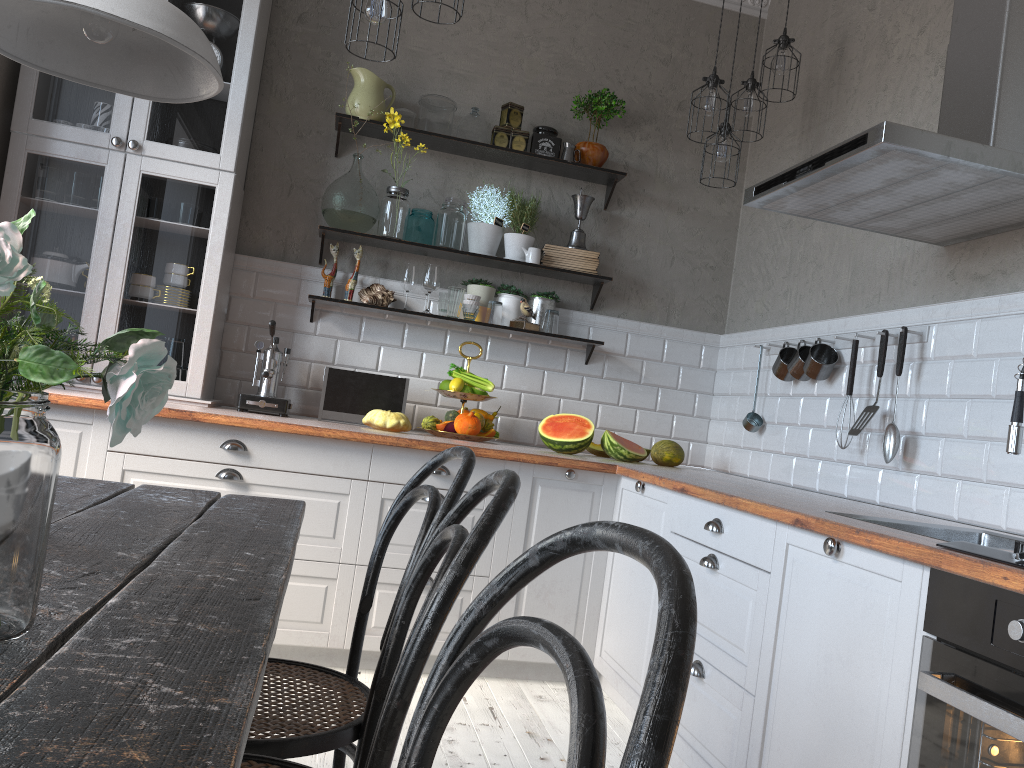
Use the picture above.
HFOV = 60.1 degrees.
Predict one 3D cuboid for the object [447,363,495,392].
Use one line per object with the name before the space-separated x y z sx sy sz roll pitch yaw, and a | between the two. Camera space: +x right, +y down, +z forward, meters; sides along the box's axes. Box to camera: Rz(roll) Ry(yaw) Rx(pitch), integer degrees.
object | -0.175 -0.027 3.786 0.212 0.101 0.067 8 -2 -7

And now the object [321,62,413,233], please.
object | -0.669 -0.991 3.829 0.341 0.674 0.331 10 -3 -44

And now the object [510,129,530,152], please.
object | 0.032 -1.090 4.039 0.083 0.113 0.082 8 -2 -2

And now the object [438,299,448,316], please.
object | -0.303 -0.335 4.010 0.077 0.083 0.078 8 -2 5

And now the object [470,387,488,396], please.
object | -0.151 0.044 3.797 0.077 0.062 0.098 10 -3 -39

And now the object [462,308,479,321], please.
object | -0.186 -0.306 3.917 0.078 0.051 0.076 9 -2 -19

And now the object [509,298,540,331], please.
object | 0.070 -0.313 4.026 0.121 0.147 0.098 10 -3 -44

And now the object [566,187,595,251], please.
object | 0.317 -0.757 4.137 0.133 0.288 0.128 9 -3 -27

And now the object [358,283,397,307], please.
object | -0.596 -0.391 3.885 0.180 0.111 0.094 9 -3 -35

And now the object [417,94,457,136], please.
object | -0.341 -1.179 3.961 0.169 0.184 0.175 7 -2 27

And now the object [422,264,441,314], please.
object | -0.359 -0.414 3.887 0.083 0.217 0.080 9 -3 -26

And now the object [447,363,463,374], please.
object | -0.237 -0.057 3.776 0.074 0.058 0.050 9 -3 -36

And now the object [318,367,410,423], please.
object | -0.626 0.065 3.741 0.355 0.226 0.087 8 -2 -13

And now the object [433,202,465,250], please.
object | -0.276 -0.694 3.932 0.124 0.206 0.126 7 -2 10

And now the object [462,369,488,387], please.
object | -0.162 -0.012 3.859 0.180 0.096 0.088 8 -2 7

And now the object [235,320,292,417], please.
object | -0.977 -0.062 3.569 0.208 0.370 0.350 8 -2 -12

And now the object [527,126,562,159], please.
object | 0.146 -1.102 4.117 0.143 0.174 0.141 8 -2 -12

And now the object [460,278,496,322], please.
object | -0.164 -0.382 4.051 0.159 0.217 0.153 9 -3 -32

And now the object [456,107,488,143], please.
object | -0.183 -1.170 4.095 0.137 0.220 0.143 6 -3 37

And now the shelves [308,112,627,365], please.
shelves | -0.195 -0.606 4.011 1.329 0.923 0.226 8 -2 -13

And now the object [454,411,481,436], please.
object | -0.184 0.164 3.682 0.109 0.111 0.115 6 -3 45

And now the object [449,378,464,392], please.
object | -0.233 0.006 3.728 0.059 0.069 0.079 8 -2 7

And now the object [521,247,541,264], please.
object | 0.096 -0.575 3.993 0.105 0.071 0.063 7 -2 17

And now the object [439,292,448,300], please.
object | -0.298 -0.368 4.011 0.077 0.083 0.078 8 -2 5

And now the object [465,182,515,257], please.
object | -0.101 -0.742 4.065 0.244 0.354 0.235 8 -2 5

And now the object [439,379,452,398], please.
object | -0.264 0.020 3.796 0.097 0.078 0.099 9 -2 -25

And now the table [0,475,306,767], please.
table | -0.774 0.559 0.987 0.913 0.735 1.901 8 -2 -12

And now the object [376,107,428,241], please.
object | -0.500 -0.899 3.824 0.194 0.540 0.277 9 -2 -20

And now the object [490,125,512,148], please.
object | -0.054 -1.102 4.023 0.083 0.113 0.082 8 -2 -12

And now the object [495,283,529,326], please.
object | -0.015 -0.356 4.096 0.171 0.214 0.149 7 -2 17

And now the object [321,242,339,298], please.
object | -0.797 -0.495 3.878 0.054 0.264 0.060 10 -3 -41

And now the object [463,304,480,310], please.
object | -0.184 -0.323 3.918 0.078 0.051 0.076 9 -2 -19

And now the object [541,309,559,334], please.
object | 0.177 -0.281 4.033 0.079 0.108 0.077 9 -2 -19

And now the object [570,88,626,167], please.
object | 0.397 -1.180 4.131 0.259 0.397 0.243 7 -2 12

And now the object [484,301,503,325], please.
object | -0.080 -0.317 3.998 0.079 0.108 0.077 9 -2 -19

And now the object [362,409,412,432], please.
object | -0.501 0.147 3.564 0.199 0.083 0.187 8 -2 -12

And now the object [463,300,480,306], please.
object | -0.181 -0.340 3.918 0.077 0.051 0.077 8 -2 6

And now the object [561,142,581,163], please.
object | 0.268 -1.049 4.046 0.094 0.096 0.074 8 -2 -12

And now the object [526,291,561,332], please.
object | 0.144 -0.331 4.142 0.160 0.213 0.151 8 -2 -15

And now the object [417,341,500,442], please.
object | -0.201 0.027 3.806 0.358 0.426 0.345 9 -2 -27

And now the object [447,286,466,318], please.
object | -0.255 -0.358 3.945 0.080 0.139 0.077 10 -3 -40

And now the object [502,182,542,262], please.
object | 0.040 -0.735 4.046 0.166 0.380 0.188 6 -3 39

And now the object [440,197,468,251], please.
object | -0.279 -0.718 4.084 0.132 0.264 0.131 8 -2 -7

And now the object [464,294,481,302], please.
object | -0.178 -0.365 3.919 0.078 0.051 0.076 9 -2 -26

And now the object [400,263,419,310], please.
object | -0.464 -0.426 3.957 0.083 0.217 0.080 9 -3 -26

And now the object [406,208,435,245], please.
object | -0.416 -0.694 3.989 0.127 0.172 0.125 8 -2 -9

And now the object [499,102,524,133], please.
object | -0.003 -1.208 4.023 0.084 0.113 0.081 9 -3 -32

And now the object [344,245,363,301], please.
object | -0.691 -0.480 3.888 0.052 0.264 0.062 7 -3 24

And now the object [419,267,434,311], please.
object | -0.379 -0.413 3.973 0.083 0.217 0.080 9 -3 -26

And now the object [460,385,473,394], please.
object | -0.199 0.035 3.751 0.064 0.061 0.066 8 -2 -12
